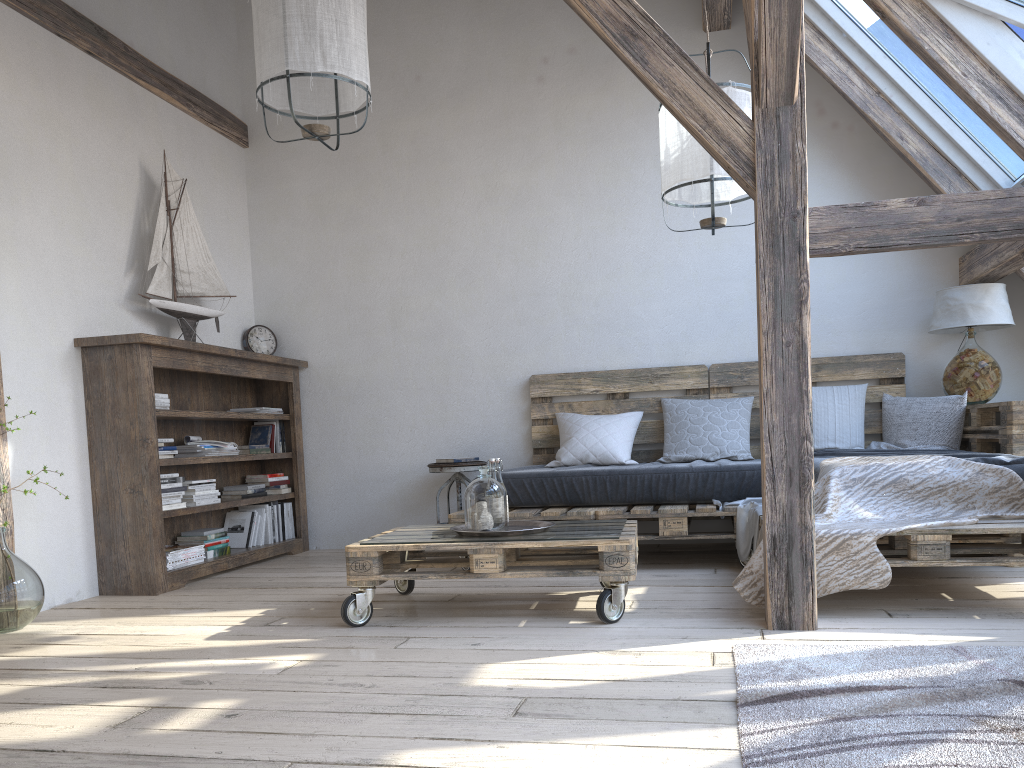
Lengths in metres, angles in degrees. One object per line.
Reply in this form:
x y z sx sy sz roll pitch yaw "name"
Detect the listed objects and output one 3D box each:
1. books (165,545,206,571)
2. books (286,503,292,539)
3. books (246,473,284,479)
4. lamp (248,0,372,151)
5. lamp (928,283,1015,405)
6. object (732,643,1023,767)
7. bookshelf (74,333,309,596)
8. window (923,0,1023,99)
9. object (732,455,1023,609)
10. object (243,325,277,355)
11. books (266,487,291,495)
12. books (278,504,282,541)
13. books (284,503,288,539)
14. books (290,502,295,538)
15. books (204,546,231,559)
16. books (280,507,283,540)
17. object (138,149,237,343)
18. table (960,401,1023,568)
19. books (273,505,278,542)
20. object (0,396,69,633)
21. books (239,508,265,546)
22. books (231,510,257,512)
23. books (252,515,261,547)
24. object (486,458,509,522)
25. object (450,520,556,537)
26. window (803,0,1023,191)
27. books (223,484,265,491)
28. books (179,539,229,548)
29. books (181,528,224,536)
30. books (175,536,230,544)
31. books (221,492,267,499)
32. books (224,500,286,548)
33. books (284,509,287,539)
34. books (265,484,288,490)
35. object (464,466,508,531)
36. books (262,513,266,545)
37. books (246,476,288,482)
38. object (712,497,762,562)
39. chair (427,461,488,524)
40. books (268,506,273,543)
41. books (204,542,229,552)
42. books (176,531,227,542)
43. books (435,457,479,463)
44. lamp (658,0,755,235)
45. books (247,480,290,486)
-1.683 0.845 4.299 0.238 0.088 0.316 -3 -3 13 "books"
-1.427 0.839 5.383 0.158 0.220 0.021 -2 3 13 "books"
-1.490 0.554 5.309 0.143 0.019 0.201 -3 -4 13 "books"
-0.723 -1.417 3.111 0.398 1.088 0.407 -4 3 -36 "lamp"
2.313 0.181 4.653 0.389 1.290 0.820 -3 1 -2 "lamp"
1.348 0.594 0.789 2.190 0.056 3.182 -3 -4 13 "object"
-1.586 0.417 4.723 0.348 1.177 1.620 -2 -1 13 "bookshelf"
1.632 -1.501 2.961 1.351 1.282 0.851 -3 1 13 "window"
1.293 0.500 3.058 0.812 0.475 1.006 -4 -3 43 "object"
-1.545 -0.257 5.402 0.204 0.210 0.082 -3 2 -41 "object"
-1.462 0.647 5.296 0.219 0.030 0.161 -3 -3 6 "books"
-1.453 0.832 5.259 0.157 0.221 0.017 -2 3 13 "books"
-1.450 0.839 5.365 0.158 0.220 0.021 -2 3 13 "books"
-1.419 0.840 5.410 0.157 0.221 0.036 -2 3 13 "books"
-1.618 0.888 4.633 0.173 0.039 0.223 -3 -4 13 "books"
-1.465 0.835 5.300 0.158 0.220 0.021 -2 3 13 "books"
-1.680 -0.673 4.568 0.141 0.996 0.786 -1 1 18 "object"
2.522 0.431 4.106 0.675 0.704 1.014 -3 -1 13 "table"
-1.468 0.830 5.221 0.158 0.220 0.021 -2 3 13 "books"
-1.931 0.375 3.402 0.275 1.125 0.513 -3 2 -1 "object"
-1.505 0.824 5.057 0.157 0.213 0.090 -2 2 13 "books"
-1.548 0.827 5.020 0.157 0.207 0.107 -2 2 13 "books"
-1.513 0.840 5.025 0.139 0.176 0.094 -2 2 13 "books"
-0.061 0.418 3.367 0.071 0.269 0.153 -2 2 13 "object"
-0.034 0.539 3.279 0.396 0.022 0.394 -5 -4 33 "object"
1.792 -1.450 3.866 1.097 1.282 0.851 -2 1 13 "window"
-1.536 0.594 5.049 0.152 0.024 0.228 -3 -4 9 "books"
-1.619 0.838 4.631 0.158 0.021 0.224 -3 -4 13 "books"
-1.630 0.780 4.644 0.133 0.021 0.199 -3 -4 12 "books"
-1.631 0.822 4.642 0.173 0.013 0.229 -4 -4 16 "books"
-1.535 0.639 5.042 0.152 0.024 0.227 -4 -4 22 "books"
-1.510 0.814 5.136 0.202 0.249 0.410 -2 -2 13 "books"
-1.435 0.853 5.341 0.139 0.186 0.018 -2 3 13 "books"
-1.471 0.621 5.290 0.204 0.021 0.150 -3 -3 2 "books"
-0.097 0.421 3.207 0.155 0.248 0.155 -3 2 -19 "object"
-1.493 0.841 5.091 0.139 0.184 0.065 -2 3 13 "books"
-1.473 0.573 5.290 0.158 0.021 0.218 -4 -4 17 "books"
1.205 0.638 3.869 0.504 0.278 0.708 -2 -3 -3 "object"
-0.303 0.709 5.083 0.354 0.523 0.352 -2 1 16 "chair"
-1.478 0.826 5.151 0.157 0.221 0.017 -2 3 13 "books"
-1.618 0.859 4.632 0.158 0.021 0.224 -3 -4 8 "books"
-1.634 0.803 4.640 0.174 0.025 0.221 -3 -4 8 "books"
-0.313 0.436 5.044 0.150 0.021 0.204 -6 -5 42 "books"
0.784 -1.392 3.537 0.405 1.524 0.399 -5 4 -36 "lamp"
-1.464 0.597 5.298 0.161 0.026 0.202 -4 -4 21 "books"
